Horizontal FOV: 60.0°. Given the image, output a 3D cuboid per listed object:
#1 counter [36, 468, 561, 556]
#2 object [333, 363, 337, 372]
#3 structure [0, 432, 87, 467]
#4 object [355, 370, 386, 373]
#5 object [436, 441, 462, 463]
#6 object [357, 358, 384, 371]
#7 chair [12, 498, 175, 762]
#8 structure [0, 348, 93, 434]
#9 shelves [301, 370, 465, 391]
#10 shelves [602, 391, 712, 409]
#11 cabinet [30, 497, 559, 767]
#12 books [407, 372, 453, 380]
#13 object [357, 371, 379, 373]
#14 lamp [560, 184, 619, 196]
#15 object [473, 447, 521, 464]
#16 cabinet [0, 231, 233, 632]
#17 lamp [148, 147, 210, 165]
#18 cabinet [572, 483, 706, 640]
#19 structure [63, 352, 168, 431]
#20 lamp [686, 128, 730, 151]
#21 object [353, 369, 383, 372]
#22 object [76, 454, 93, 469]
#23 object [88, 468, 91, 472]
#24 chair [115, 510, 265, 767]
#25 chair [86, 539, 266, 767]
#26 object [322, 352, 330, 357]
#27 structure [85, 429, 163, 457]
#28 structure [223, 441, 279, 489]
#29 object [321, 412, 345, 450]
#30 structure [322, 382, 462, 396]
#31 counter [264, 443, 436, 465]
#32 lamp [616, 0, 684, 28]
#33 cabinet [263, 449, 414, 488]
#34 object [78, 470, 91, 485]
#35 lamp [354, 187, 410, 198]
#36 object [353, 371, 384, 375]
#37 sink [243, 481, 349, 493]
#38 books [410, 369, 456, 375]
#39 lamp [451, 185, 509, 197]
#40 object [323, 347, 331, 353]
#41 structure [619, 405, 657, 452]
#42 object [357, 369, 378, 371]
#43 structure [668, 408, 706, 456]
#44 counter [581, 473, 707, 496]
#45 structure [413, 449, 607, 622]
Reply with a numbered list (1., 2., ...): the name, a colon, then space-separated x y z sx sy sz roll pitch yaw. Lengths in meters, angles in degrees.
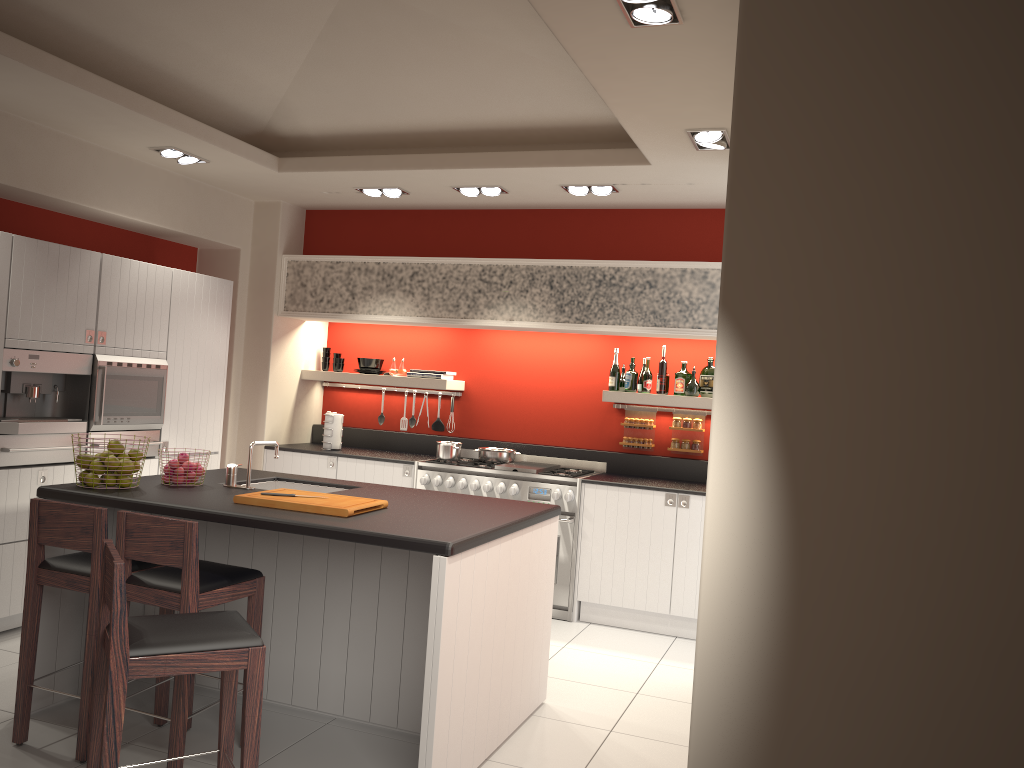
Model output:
1. counter: -0.943 0.568 4.298 2.054 0.050 1.415 4 0 20
2. object: -1.538 -0.143 7.771 0.070 0.076 0.070 4 0 -9
3. structure: -2.720 0.375 5.145 0.129 0.177 0.617 4 0 20
4. object: -1.223 -0.101 7.626 0.280 0.016 0.280 4 0 19
5. object: -0.487 0.523 6.824 0.201 0.148 0.201 4 0 13
6. object: -1.219 -0.164 7.627 0.232 0.108 0.232 4 0 -29
7. chair: -1.770 0.997 3.825 0.383 1.008 0.474 4 -1 20
8. structure: -2.843 0.037 5.202 0.453 0.470 0.623 4 0 20
9. shelves: -1.110 -0.033 7.559 1.379 0.083 0.376 4 0 20
10. shelves: 1.394 0.140 6.641 1.379 0.083 0.376 4 0 20
11. cabinet: -0.987 1.098 4.295 2.035 1.011 1.423 4 0 20
12. books: -0.680 -0.066 7.372 0.331 0.042 0.207 4 0 25
13. object: -1.223 -0.096 7.626 0.280 0.016 0.280 4 0 19
14. lamp: 0.527 -1.334 5.986 0.361 0.103 0.199 4 0 20
15. object: -0.120 0.568 7.033 0.309 0.105 0.309 4 0 -42
16. cabinet: -2.929 0.293 5.561 0.717 2.250 2.557 4 0 20
17. lamp: -2.194 -1.517 5.863 0.199 0.084 0.361 4 0 20
18. cabinet: 1.212 1.246 6.352 1.361 0.993 0.687 4 0 20
19. structure: -2.558 0.055 5.764 0.332 0.473 0.610 4 0 20
20. lamp: 1.048 -1.303 4.675 0.199 0.090 0.361 4 0 20
21. object: -1.223 -0.107 7.626 0.280 0.016 0.280 4 0 19
22. object: -1.974 0.357 4.099 0.077 0.068 0.076 4 0 13
23. object: -1.971 0.379 4.165 0.076 0.077 0.076 4 0 -15
24. chair: -1.338 1.026 3.667 0.383 1.008 0.474 4 -1 22
25. chair: -1.097 1.041 2.894 0.474 1.008 0.383 4 -1 -29
26. object: -1.636 -0.238 7.810 0.070 0.076 0.070 4 0 -9
27. structure: -2.504 0.393 5.737 0.129 0.177 0.617 4 0 20
28. structure: -1.318 0.408 4.477 0.183 0.249 0.224 4 0 20
29. object: -1.465 0.384 7.244 0.168 0.304 0.163 4 -1 -41
30. structure: -1.052 0.045 7.706 1.355 0.034 0.054 4 0 20
31. counter: -1.248 0.564 7.270 1.360 0.026 0.699 4 0 20
32. lamp: 0.478 -1.351 3.110 0.199 0.085 0.361 4 0 20
33. cabinet: -1.286 1.073 7.268 1.361 0.993 0.687 4 0 20
34. object: -1.968 0.432 4.100 0.068 0.068 0.068 4 0 31
35. lamp: -0.955 -1.435 6.529 0.361 0.109 0.199 4 0 20
36. object: -1.224 -0.091 7.626 0.280 0.016 0.280 4 0 19
37. sink: -1.159 0.679 4.632 0.567 0.258 0.516 4 0 20
38. books: -0.656 -0.099 7.386 0.332 0.026 0.207 4 0 21
39. lamp: -0.223 -1.386 6.261 0.361 0.104 0.199 4 0 20
40. object: -1.633 -0.282 7.811 0.070 0.076 0.070 4 0 -9
41. structure: 0.979 0.343 6.881 0.256 0.347 0.130 4 -1 20
42. object: -1.222 -0.112 7.626 0.280 0.016 0.280 4 0 19
43. structure: 1.333 0.368 6.752 0.256 0.347 0.130 4 -1 20
44. counter: 1.246 0.737 6.356 1.360 0.026 0.699 4 0 20
45. structure: -0.051 1.101 6.768 1.322 1.085 0.777 4 0 20
